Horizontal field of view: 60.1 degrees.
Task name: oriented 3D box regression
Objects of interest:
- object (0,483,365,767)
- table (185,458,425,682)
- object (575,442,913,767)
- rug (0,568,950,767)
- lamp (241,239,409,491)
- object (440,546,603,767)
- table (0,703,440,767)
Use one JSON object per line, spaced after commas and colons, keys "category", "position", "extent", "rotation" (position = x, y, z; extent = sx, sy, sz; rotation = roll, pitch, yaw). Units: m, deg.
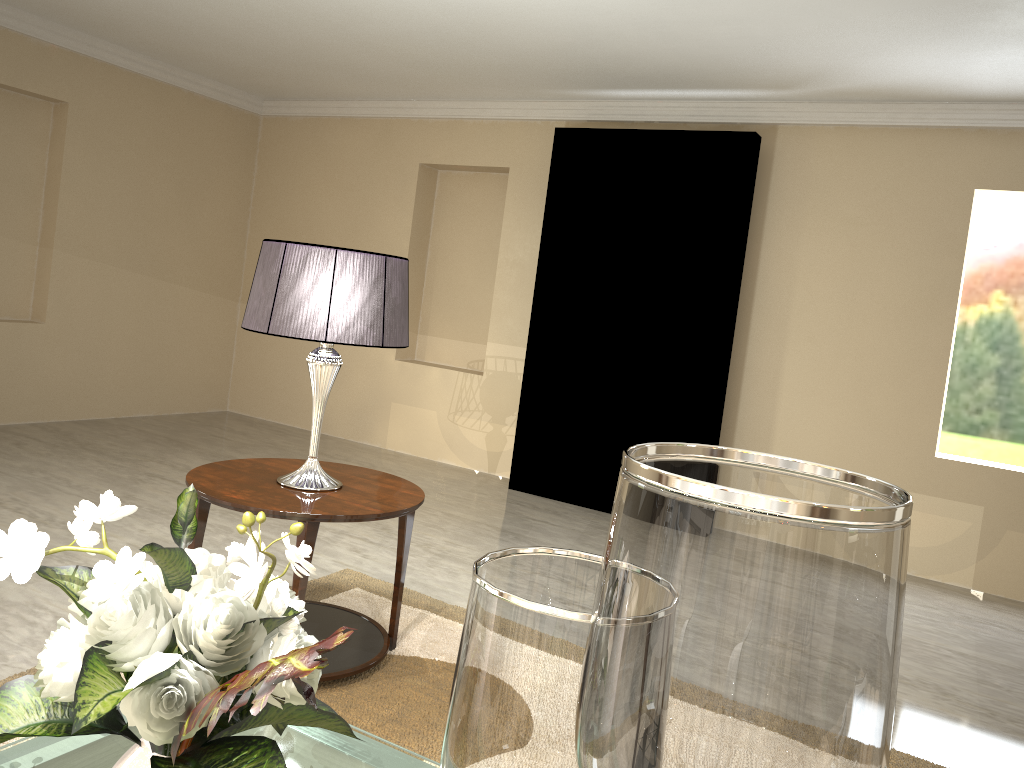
{"category": "object", "position": [-0.406, 0.359, 1.162], "extent": [0.549, 0.473, 0.510], "rotation": [10, 5, 29]}
{"category": "table", "position": [-0.620, 0.534, 2.577], "extent": [0.676, 0.497, 0.674], "rotation": [9, 5, 26]}
{"category": "object", "position": [0.166, 0.410, 0.753], "extent": [0.252, 0.681, 0.250], "rotation": [9, 3, 33]}
{"category": "rug", "position": [0.023, 0.974, 1.493], "extent": [2.981, 0.022, 2.670], "rotation": [10, 6, 28]}
{"category": "lamp", "position": [-0.545, -0.050, 2.554], "extent": [0.474, 0.680, 0.475], "rotation": [8, 3, 3]}
{"category": "object", "position": [0.036, 0.462, 0.982], "extent": [0.237, 0.504, 0.236], "rotation": [9, 3, 26]}
{"category": "table", "position": [-0.307, 0.844, 1.002], "extent": [1.305, 0.344, 1.056], "rotation": [10, 6, 28]}
